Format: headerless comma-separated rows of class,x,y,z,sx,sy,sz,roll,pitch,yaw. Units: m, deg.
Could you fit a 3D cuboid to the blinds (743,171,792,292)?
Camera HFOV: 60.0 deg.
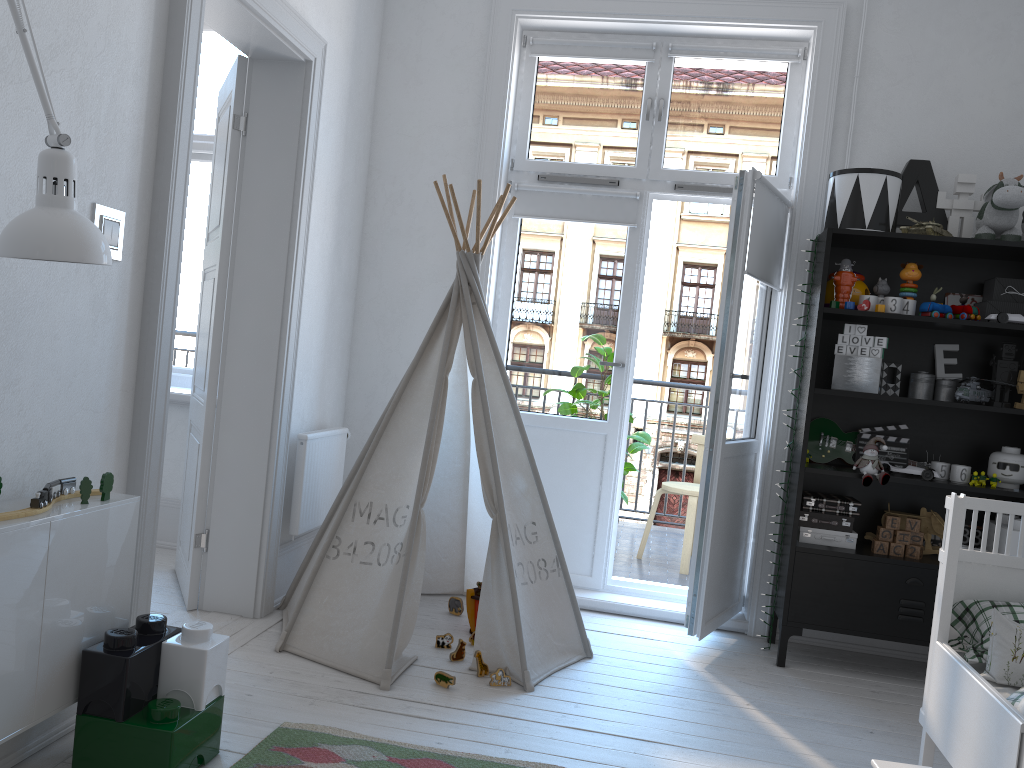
blinds,1.040,-0.599,3.577,0.032,0.390,0.565,7,2,29

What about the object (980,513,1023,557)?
object,1.900,0.603,3.373,0.132,0.199,0.267,6,2,9

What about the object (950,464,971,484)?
object,1.701,0.343,3.365,0.067,0.067,0.067,7,2,24

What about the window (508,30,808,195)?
window,0.634,-1.215,3.942,1.262,0.660,0.101,6,2,9

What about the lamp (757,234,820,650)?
lamp,1.558,0.286,3.513,0.985,1.685,0.095,6,2,7

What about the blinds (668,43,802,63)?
blinds,0.968,-1.442,3.862,0.565,0.060,0.032,6,2,9

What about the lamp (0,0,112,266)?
lamp,-1.006,-0.569,1.543,0.200,0.656,0.651,8,3,43

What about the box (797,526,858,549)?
box,1.242,0.598,3.528,0.215,0.062,0.179,6,2,9

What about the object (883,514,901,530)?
object,1.461,0.531,3.412,0.050,0.050,0.050,6,2,9

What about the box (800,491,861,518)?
box,1.255,0.477,3.525,0.215,0.062,0.179,6,2,9

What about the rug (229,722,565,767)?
rug,-0.162,1.004,1.361,1.319,0.016,2.028,6,2,10

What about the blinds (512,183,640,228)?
blinds,0.285,-0.805,3.988,0.565,0.158,0.032,6,2,9

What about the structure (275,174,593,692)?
structure,-0.216,0.081,3.319,1.143,1.750,1.143,5,2,-15

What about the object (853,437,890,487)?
object,1.350,0.290,3.313,0.110,0.186,0.129,6,2,-3

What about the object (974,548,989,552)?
object,1.746,0.654,3.318,0.067,0.067,0.067,7,2,24

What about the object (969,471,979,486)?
object,1.727,0.354,3.307,0.042,0.054,0.031,5,2,-30

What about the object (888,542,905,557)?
object,1.472,0.633,3.399,0.050,0.050,0.050,6,2,14

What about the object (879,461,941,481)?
object,1.520,0.333,3.403,0.230,0.048,0.098,7,2,34

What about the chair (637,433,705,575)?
chair,1.030,0.651,4.949,0.498,0.716,0.436,5,2,-36

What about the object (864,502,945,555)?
object,1.586,0.576,3.514,0.337,0.186,0.111,7,2,24

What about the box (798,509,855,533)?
box,1.230,0.535,3.529,0.215,0.062,0.179,6,2,9

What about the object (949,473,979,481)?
object,1.769,0.362,3.513,0.163,0.034,0.069,6,2,9

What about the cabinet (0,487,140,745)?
cabinet,-1.117,0.499,1.749,0.182,0.454,0.970,6,2,9

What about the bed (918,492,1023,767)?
bed,1.346,0.740,1.721,0.670,0.833,1.403,6,2,9

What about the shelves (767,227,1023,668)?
shelves,1.573,0.292,3.447,0.911,1.678,0.353,6,2,9

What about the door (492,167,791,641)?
door,0.455,0.028,3.743,1.263,1.839,0.636,6,2,11

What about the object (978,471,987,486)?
object,1.777,0.358,3.352,0.042,0.054,0.031,6,2,10

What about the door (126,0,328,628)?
door,-1.034,-0.217,3.145,0.505,2.178,1.464,6,2,-6

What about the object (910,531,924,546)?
object,1.549,0.590,3.413,0.050,0.050,0.050,6,2,9

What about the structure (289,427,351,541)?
structure,-0.786,0.418,3.742,0.075,0.460,0.635,6,2,6

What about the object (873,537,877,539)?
object,1.438,0.627,3.460,0.050,0.050,0.050,6,2,9

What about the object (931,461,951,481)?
object,1.651,0.336,3.421,0.067,0.067,0.067,7,2,24

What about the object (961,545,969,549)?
object,1.707,0.648,3.380,0.067,0.067,0.067,7,2,24

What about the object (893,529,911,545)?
object,1.492,0.585,3.395,0.050,0.050,0.050,6,2,9

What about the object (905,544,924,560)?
object,1.537,0.640,3.388,0.050,0.050,0.050,7,2,39

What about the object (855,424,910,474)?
object,1.488,0.251,3.559,0.200,0.199,0.048,6,2,9

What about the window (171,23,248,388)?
window,-1.910,-0.961,4.599,1.357,1.902,0.094,6,2,9

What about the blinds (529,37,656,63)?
blinds,0.357,-1.495,3.964,0.565,0.087,0.032,6,2,9

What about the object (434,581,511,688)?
object,-0.071,0.828,3.217,0.385,0.284,0.856,6,2,1

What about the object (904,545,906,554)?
object,1.554,0.640,3.444,0.050,0.050,0.050,6,2,9

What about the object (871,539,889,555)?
object,1.414,0.626,3.409,0.050,0.050,0.050,6,2,9

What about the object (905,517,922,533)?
object,1.539,0.540,3.401,0.050,0.050,0.050,7,2,29

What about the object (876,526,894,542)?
object,1.440,0.579,3.424,0.050,0.050,0.050,6,2,9

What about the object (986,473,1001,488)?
object,1.802,0.361,3.318,0.031,0.054,0.042,5,2,-35

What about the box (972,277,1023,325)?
box,1.945,-0.306,3.420,0.251,0.189,0.179,6,2,9

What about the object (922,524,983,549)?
object,1.747,0.619,3.578,0.347,0.120,0.034,6,2,9
